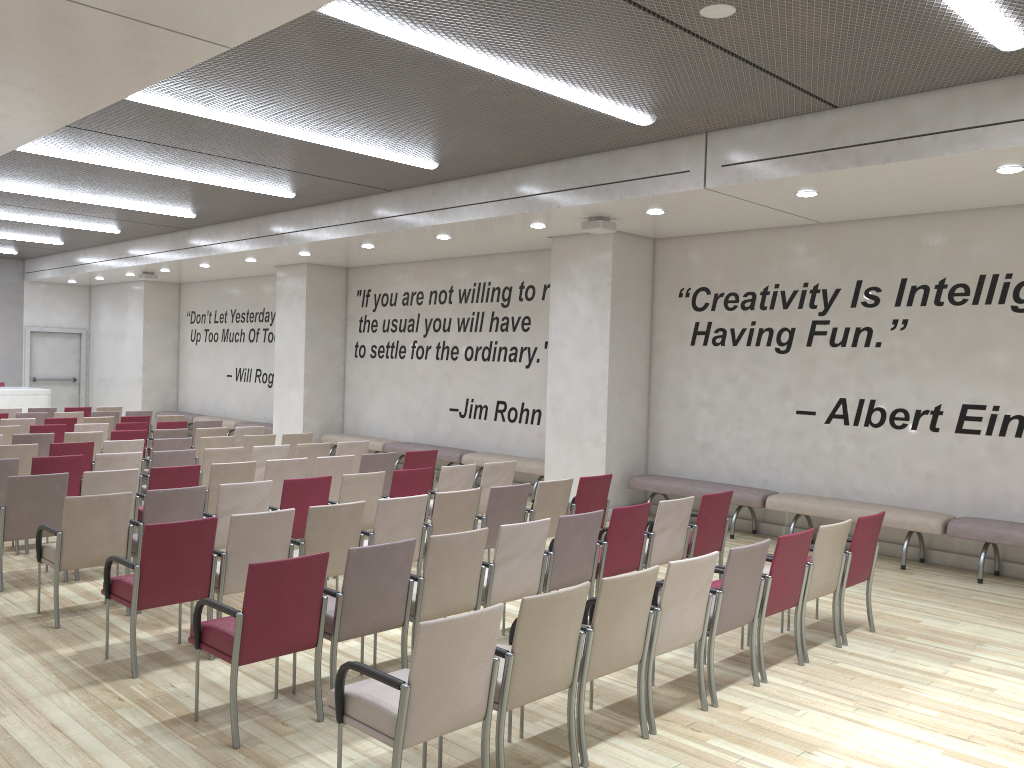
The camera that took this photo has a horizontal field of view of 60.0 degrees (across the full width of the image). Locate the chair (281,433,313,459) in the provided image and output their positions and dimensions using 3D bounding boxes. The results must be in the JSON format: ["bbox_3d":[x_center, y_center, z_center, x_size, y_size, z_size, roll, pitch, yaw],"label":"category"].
[{"bbox_3d":[-2.967,1.066,11.603,0.640,0.890,0.513,3,2,44],"label":"chair"}]

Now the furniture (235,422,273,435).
[{"bbox_3d":[-4.732,1.051,17.252,1.833,0.550,0.530,3,2,45],"label":"furniture"}]

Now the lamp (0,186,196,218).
[{"bbox_3d":[-6.064,-2.583,12.478,0.198,0.045,3.304,3,2,45],"label":"lamp"}]

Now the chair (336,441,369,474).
[{"bbox_3d":[-2.092,1.112,10.729,0.513,0.890,0.640,0,2,-45],"label":"chair"}]

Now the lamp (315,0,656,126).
[{"bbox_3d":[0.007,-2.263,6.490,0.198,0.045,3.304,3,2,45],"label":"lamp"}]

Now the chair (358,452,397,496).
[{"bbox_3d":[-1.601,1.155,9.486,0.513,0.890,0.640,0,2,-45],"label":"chair"}]

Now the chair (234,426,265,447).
[{"bbox_3d":[-3.835,1.020,12.461,0.640,0.890,0.513,3,2,44],"label":"chair"}]

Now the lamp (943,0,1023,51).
[{"bbox_3d":[2.045,-2.156,4.480,0.198,0.045,3.304,3,2,45],"label":"lamp"}]

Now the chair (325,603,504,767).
[{"bbox_3d":[-0.409,1.325,3.678,0.640,0.890,0.513,3,2,45],"label":"chair"}]

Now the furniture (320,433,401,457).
[{"bbox_3d":[-2.589,1.164,15.137,1.833,0.550,0.530,3,2,45],"label":"furniture"}]

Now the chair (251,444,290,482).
[{"bbox_3d":[-2.853,1.107,9.962,0.513,0.890,0.640,0,2,-44],"label":"chair"}]

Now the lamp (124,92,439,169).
[{"bbox_3d":[-2.020,-2.370,8.489,0.198,0.045,3.304,3,2,45],"label":"lamp"}]

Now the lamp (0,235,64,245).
[{"bbox_3d":[-10.110,-2.797,16.470,0.198,0.045,3.304,3,2,45],"label":"lamp"}]

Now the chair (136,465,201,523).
[{"bbox_3d":[-3.132,1.146,7.908,0.640,0.890,0.513,3,2,45],"label":"chair"}]

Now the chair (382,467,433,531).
[{"bbox_3d":[-1.109,1.199,8.227,0.640,0.890,0.513,3,2,44],"label":"chair"}]

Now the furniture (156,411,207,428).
[{"bbox_3d":[-7.374,0.912,19.857,1.833,0.550,0.530,3,2,45],"label":"furniture"}]

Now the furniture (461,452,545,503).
[{"bbox_3d":[0.053,1.303,12.532,1.833,0.550,0.530,3,2,45],"label":"furniture"}]

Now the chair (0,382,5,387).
[{"bbox_3d":[-11.192,0.415,19.269,0.640,0.890,0.513,3,2,44],"label":"chair"}]

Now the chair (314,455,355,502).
[{"bbox_3d":[-1.980,1.153,9.086,0.640,0.890,0.513,3,2,44],"label":"chair"}]

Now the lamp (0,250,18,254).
[{"bbox_3d":[-12.139,-2.904,18.471,0.198,0.045,3.304,3,2,45],"label":"lamp"}]

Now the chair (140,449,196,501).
[{"bbox_3d":[-3.622,1.102,9.164,0.640,0.890,0.513,3,2,45],"label":"chair"}]

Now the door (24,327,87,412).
[{"bbox_3d":[-11.293,-0.177,21.902,0.200,2.400,1.400,3,2,45],"label":"door"}]

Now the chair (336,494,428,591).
[{"bbox_3d":[-0.991,1.241,6.579,0.513,0.890,0.640,0,2,-44],"label":"chair"}]

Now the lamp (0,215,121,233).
[{"bbox_3d":[-8.114,-2.691,14.500,0.198,0.045,3.304,3,2,45],"label":"lamp"}]

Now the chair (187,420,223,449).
[{"bbox_3d":[-4.708,0.974,13.327,0.640,0.890,0.513,3,2,44],"label":"chair"}]

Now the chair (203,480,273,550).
[{"bbox_3d":[-2.266,1.191,7.063,0.513,0.890,0.640,0,2,-45],"label":"chair"}]

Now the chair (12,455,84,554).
[{"bbox_3d":[-4.402,1.096,8.392,0.640,0.890,0.513,3,2,44],"label":"chair"}]

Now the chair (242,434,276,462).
[{"bbox_3d":[-3.343,1.064,11.200,0.640,0.890,0.513,3,2,44],"label":"chair"}]

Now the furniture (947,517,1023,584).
[{"bbox_3d":[4.849,1.556,7.801,1.833,0.550,0.530,3,2,45],"label":"furniture"}]

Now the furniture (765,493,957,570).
[{"bbox_3d":[3.529,1.487,9.102,1.833,0.550,0.530,3,2,45],"label":"furniture"}]

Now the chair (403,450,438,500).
[{"bbox_3d":[-1.196,1.159,9.872,0.640,0.890,0.513,3,2,45],"label":"chair"}]

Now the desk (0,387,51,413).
[{"bbox_3d":[-11.335,0.601,17.559,1.456,1.042,3.652,3,2,45],"label":"desk"}]

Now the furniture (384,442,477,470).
[{"bbox_3d":[-1.266,1.234,13.833,1.833,0.550,0.530,3,2,45],"label":"furniture"}]

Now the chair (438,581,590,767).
[{"bbox_3d":[-0.022,1.327,4.077,0.640,0.890,0.513,3,2,44],"label":"chair"}]

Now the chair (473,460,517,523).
[{"bbox_3d":[-0.330,1.205,9.013,0.640,0.890,0.513,3,2,44],"label":"chair"}]

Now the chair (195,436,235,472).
[{"bbox_3d":[-3.736,1.060,10.823,0.640,0.890,0.513,3,2,44],"label":"chair"}]

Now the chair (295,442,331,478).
[{"bbox_3d":[-2.475,1.109,10.347,0.640,0.890,0.513,3,2,45],"label":"chair"}]

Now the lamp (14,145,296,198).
[{"bbox_3d":[-4.057,-2.477,10.499,0.198,0.045,3.304,3,2,45],"label":"lamp"}]

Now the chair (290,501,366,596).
[{"bbox_3d":[-1.386,1.238,6.186,0.513,0.890,0.640,0,2,-45],"label":"chair"}]

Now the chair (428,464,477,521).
[{"bbox_3d":[-0.720,1.202,8.623,0.640,0.890,0.513,3,2,44],"label":"chair"}]

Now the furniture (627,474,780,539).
[{"bbox_3d":[2.207,1.417,10.407,1.833,0.550,0.530,3,2,45],"label":"furniture"}]

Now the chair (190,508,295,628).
[{"bbox_3d":[-1.779,1.235,5.793,0.640,0.890,0.513,3,2,45],"label":"chair"}]

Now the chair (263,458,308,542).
[{"bbox_3d":[-2.367,1.150,8.709,0.513,0.890,0.640,0,2,-45],"label":"chair"}]

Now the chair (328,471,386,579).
[{"bbox_3d":[-1.485,1.197,7.836,0.640,0.890,0.513,3,2,45],"label":"chair"}]

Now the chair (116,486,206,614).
[{"bbox_3d":[-2.653,1.189,6.666,0.513,0.890,0.640,0,2,-45],"label":"chair"}]

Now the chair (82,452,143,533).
[{"bbox_3d":[-4.015,1.099,8.791,0.640,0.890,0.513,3,2,45],"label":"chair"}]

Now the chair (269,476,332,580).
[{"bbox_3d":[-1.875,1.194,7.448,0.513,0.890,0.640,0,2,-45],"label":"chair"}]

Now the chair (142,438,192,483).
[{"bbox_3d":[-4.115,1.058,10.423,0.513,0.890,0.640,0,2,-45],"label":"chair"}]

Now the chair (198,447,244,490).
[{"bbox_3d":[-3.245,1.104,9.551,0.640,0.890,0.513,3,2,44],"label":"chair"}]

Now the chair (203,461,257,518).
[{"bbox_3d":[-2.752,1.148,8.303,0.640,0.890,0.513,3,2,44],"label":"chair"}]

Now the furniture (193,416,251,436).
[{"bbox_3d":[-6.052,0.982,18.553,1.833,0.550,0.530,3,2,45],"label":"furniture"}]
